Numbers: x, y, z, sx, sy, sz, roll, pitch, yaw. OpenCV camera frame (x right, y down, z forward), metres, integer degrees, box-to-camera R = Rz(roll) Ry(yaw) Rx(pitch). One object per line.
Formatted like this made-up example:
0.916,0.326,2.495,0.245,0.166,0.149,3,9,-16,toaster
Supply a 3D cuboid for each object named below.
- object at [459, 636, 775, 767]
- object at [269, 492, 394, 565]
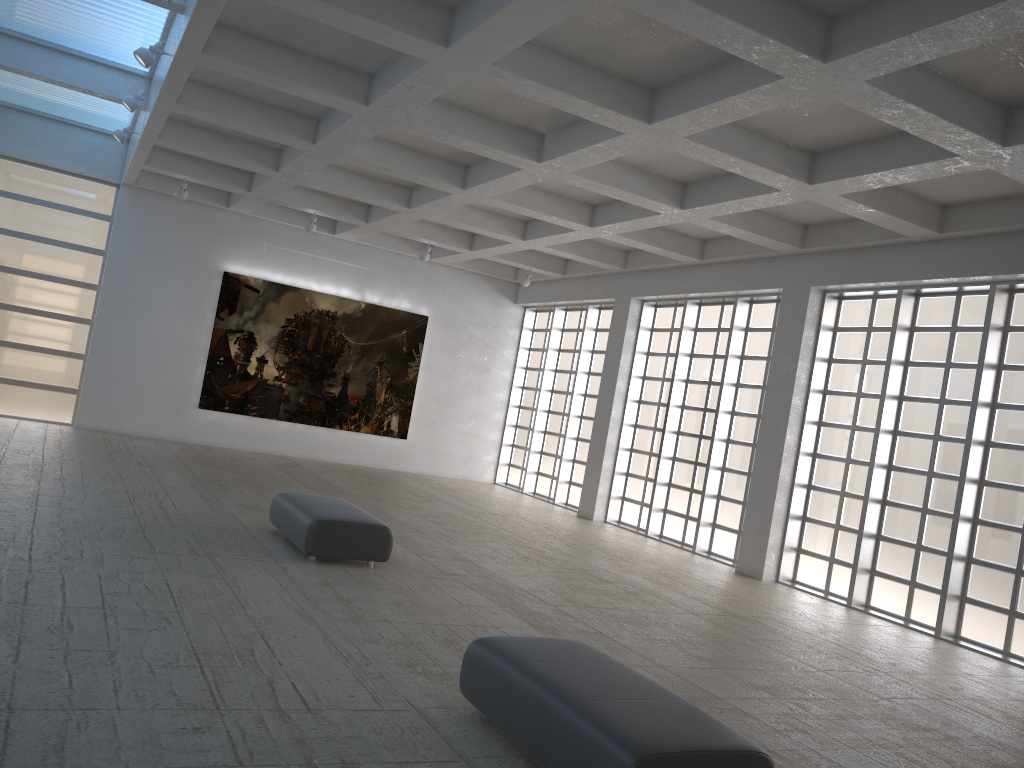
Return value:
0.823,3.206,8.385,1.616,0.828,3.044,11,-2,-27,object
-3.500,2.707,16.852,1.616,0.828,3.044,11,-2,-27,object
